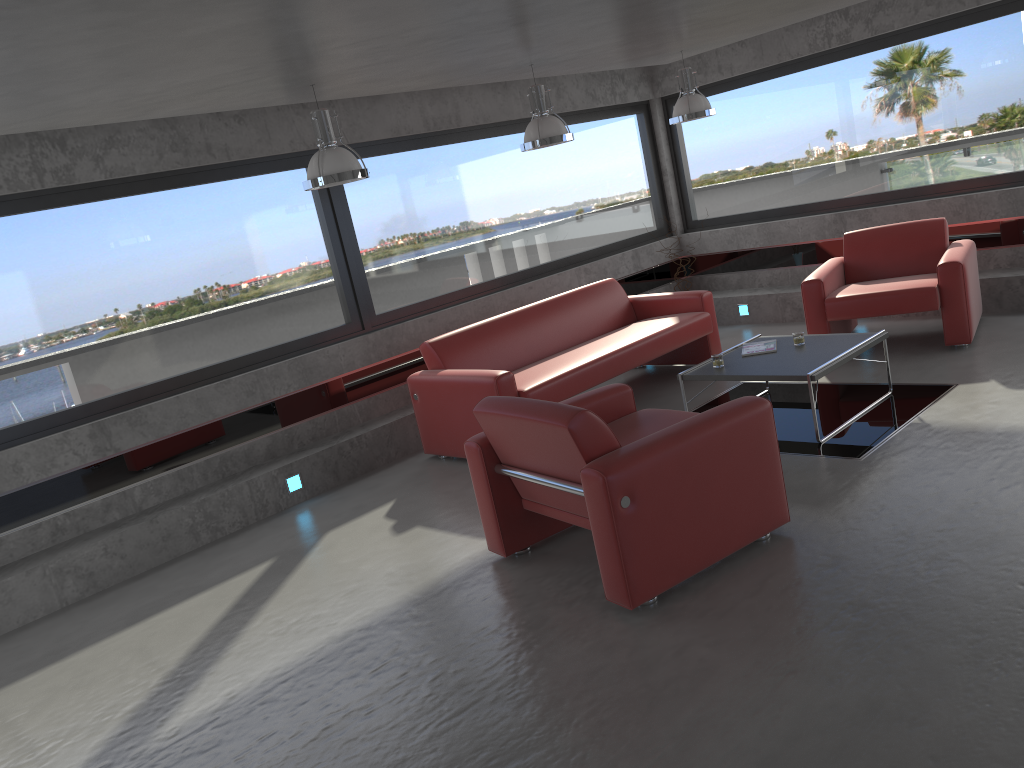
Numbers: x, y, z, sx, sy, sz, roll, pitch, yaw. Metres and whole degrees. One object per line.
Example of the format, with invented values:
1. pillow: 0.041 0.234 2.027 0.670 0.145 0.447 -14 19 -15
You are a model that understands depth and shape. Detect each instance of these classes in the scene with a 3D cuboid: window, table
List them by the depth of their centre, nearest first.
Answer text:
1. table: 1.825 -0.004 5.905 1.018 0.436 0.994 -23 16 -40
2. window: -1.212 -1.213 7.304 7.800 1.364 0.003 -23 16 -40
3. window: 3.407 -2.420 8.156 0.003 1.364 4.583 -23 16 -40

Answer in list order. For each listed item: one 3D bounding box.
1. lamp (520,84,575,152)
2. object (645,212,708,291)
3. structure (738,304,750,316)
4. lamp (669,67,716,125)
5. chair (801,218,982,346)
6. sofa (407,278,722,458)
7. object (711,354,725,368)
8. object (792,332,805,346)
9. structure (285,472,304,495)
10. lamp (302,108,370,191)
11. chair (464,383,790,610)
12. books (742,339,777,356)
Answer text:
1. lamp: 0.210 -1.898 6.275 0.388 0.422 0.389 -23 16 -40
2. object: 1.678 -1.038 8.758 0.466 1.289 0.531 -19 14 -28
3. structure: 2.387 -0.759 9.139 0.004 0.123 0.123 -23 16 -40
4. lamp: 1.482 -2.430 7.433 0.388 0.422 0.389 -3 15 37
5. chair: 3.045 -0.800 7.134 1.196 0.854 1.130 -5 14 33
6. sofa: 0.520 -0.245 7.153 2.626 0.854 1.120 -23 16 -40
7. object: 1.366 -0.153 5.884 0.079 0.077 0.079 -5 14 31
8. object: 1.942 -0.307 6.005 0.079 0.077 0.079 -20 14 -32
9. structure: -1.563 0.714 6.370 0.123 0.123 0.004 -23 16 -40
10. lamp: -1.061 -1.366 5.117 0.388 0.422 0.389 -23 16 -40
11. chair: 0.545 0.349 4.386 1.130 0.854 1.196 -20 14 -30
12. books: 1.711 -0.254 6.133 0.228 0.022 0.326 -8 13 18
